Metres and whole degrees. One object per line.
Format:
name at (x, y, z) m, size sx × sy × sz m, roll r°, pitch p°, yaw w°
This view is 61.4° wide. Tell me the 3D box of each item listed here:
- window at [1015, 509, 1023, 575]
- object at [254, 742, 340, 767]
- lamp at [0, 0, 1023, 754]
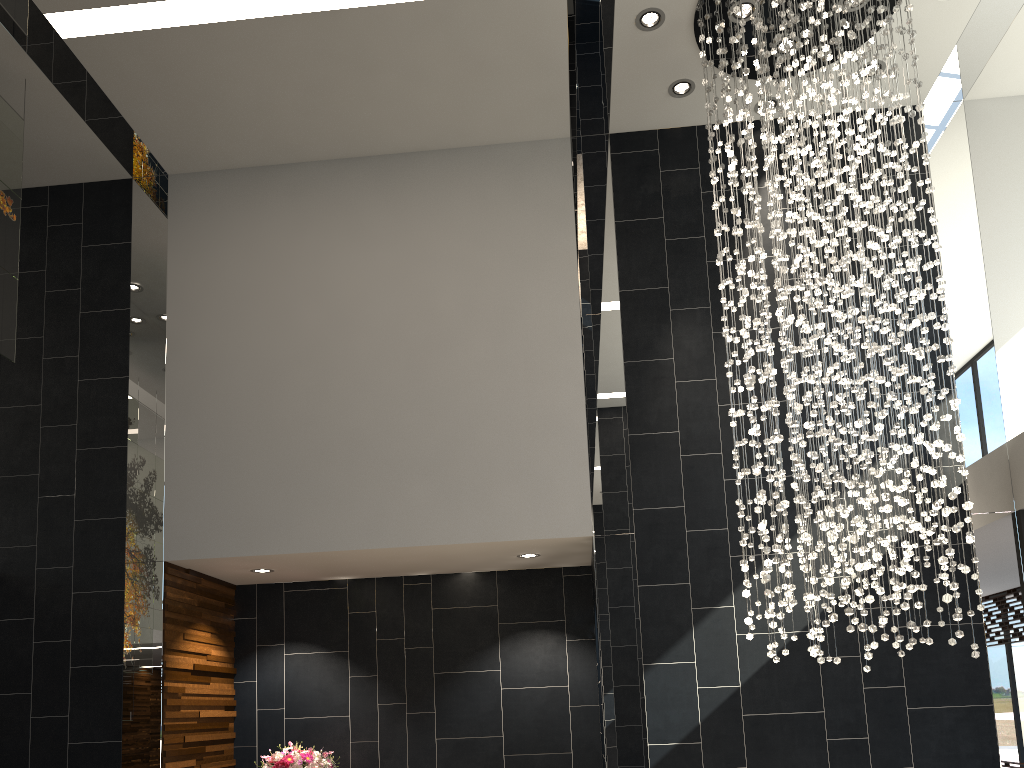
window at (4.418, -0.498, 2.902) m, size 2.361 × 5.700 × 6.475 m, roll -3°, pitch -15°, yaw 4°
object at (-1.707, 3.179, 6.862) m, size 0.660 × 0.642 × 0.729 m, roll -1°, pitch -15°, yaw -5°
lamp at (-6.531, -42.415, 9.562) m, size 406.556 × 108.447 × 415.020 m, roll -13°, pitch -23°, yaw 28°
